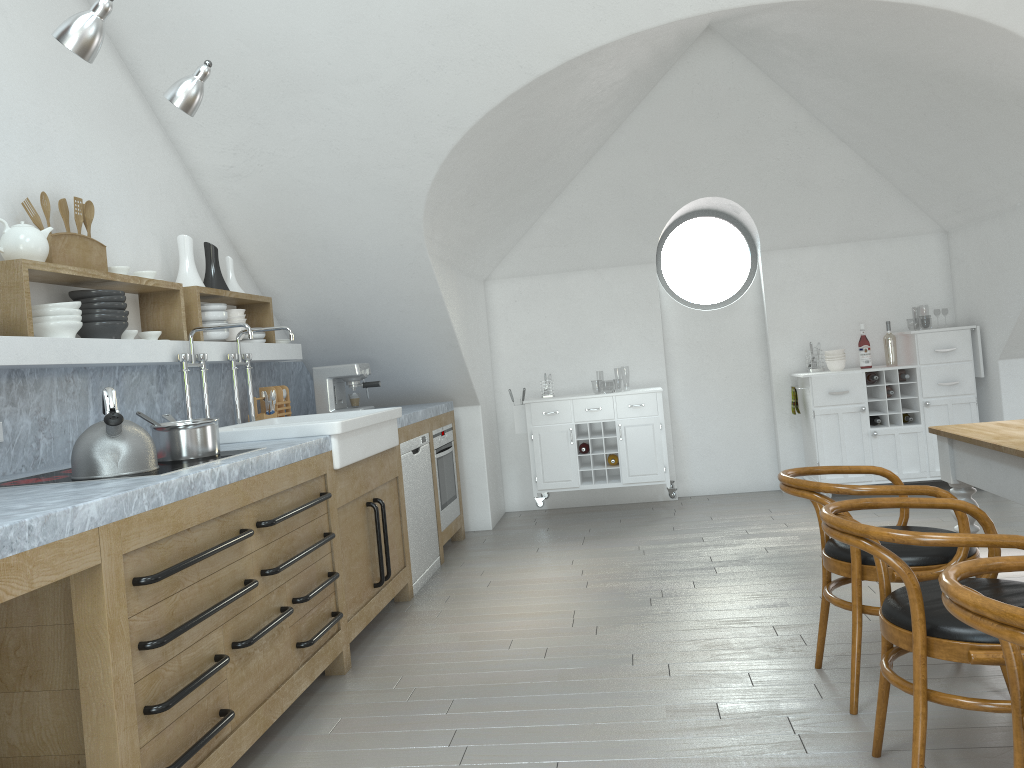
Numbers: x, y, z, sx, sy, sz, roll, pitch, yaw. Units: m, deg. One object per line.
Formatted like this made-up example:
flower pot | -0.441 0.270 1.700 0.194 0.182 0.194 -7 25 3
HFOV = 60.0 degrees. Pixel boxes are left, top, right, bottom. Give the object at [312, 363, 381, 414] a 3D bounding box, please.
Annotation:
object | -1.004 0.036 5.562 0.386 0.320 0.324 -5 0 8

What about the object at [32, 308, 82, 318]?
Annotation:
object | -1.682 -0.236 3.263 0.181 0.069 0.181 -5 1 25

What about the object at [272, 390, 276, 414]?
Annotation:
object | -1.334 0.130 4.969 0.042 0.192 0.040 -6 0 44

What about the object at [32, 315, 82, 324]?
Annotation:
object | -1.680 -0.213 3.260 0.181 0.065 0.181 -4 2 45

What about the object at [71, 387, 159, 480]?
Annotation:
object | -1.221 0.142 2.707 0.246 0.268 0.246 -5 0 18

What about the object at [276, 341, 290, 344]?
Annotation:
object | -1.424 -0.234 5.268 0.213 0.025 0.213 -5 1 -5

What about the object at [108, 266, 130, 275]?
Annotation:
object | -1.662 -0.467 3.740 0.098 0.048 0.098 -5 1 5

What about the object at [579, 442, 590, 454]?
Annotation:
object | 0.534 0.472 6.516 0.082 0.085 0.317 -5 1 8

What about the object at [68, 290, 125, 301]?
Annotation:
object | -1.658 -0.333 3.547 0.205 0.080 0.206 -5 1 10

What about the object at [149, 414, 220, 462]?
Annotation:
object | -1.158 0.190 3.183 0.232 0.170 0.394 -5 1 -13

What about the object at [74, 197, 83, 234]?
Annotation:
object | -1.710 -0.588 3.503 0.019 0.299 0.057 -5 0 8

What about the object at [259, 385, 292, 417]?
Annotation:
object | -1.372 0.122 5.149 0.104 0.223 0.200 -5 0 8

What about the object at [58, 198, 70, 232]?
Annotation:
object | -1.734 -0.585 3.472 0.040 0.299 0.061 -5 0 5

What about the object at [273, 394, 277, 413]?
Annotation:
object | -1.338 0.143 4.981 0.044 0.179 0.019 -5 0 -8

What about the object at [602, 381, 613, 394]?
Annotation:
object | 0.707 0.027 6.532 0.077 0.085 0.077 -5 0 -5

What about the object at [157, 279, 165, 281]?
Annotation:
object | -1.632 -0.451 3.953 0.163 0.012 0.164 -5 1 25

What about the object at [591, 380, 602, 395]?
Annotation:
object | 0.624 0.026 6.507 0.081 0.105 0.082 -5 0 21

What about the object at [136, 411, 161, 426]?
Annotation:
object | -1.204 0.170 3.108 0.236 0.167 0.051 -5 0 3

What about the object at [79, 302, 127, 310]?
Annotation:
object | -1.648 -0.280 3.545 0.205 0.072 0.205 -5 1 -5

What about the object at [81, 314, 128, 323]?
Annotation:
object | -1.644 -0.231 3.541 0.205 0.086 0.205 -6 2 -45

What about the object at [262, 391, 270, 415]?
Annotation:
object | -1.382 0.134 4.975 0.040 0.192 0.042 -5 0 -45

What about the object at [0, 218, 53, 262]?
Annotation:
object | -1.749 -0.502 3.161 0.174 0.169 0.168 -5 0 -9

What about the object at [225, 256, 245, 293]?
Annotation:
object | -1.530 -0.585 4.823 0.156 0.218 0.156 -5 0 -11

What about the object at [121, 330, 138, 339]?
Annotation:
object | -1.635 -0.200 3.754 0.098 0.048 0.098 -5 1 5

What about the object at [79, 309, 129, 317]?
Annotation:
object | -1.640 -0.259 3.544 0.205 0.086 0.205 -6 1 -40

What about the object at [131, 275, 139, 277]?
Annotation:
object | -1.659 -0.443 3.740 0.163 0.012 0.164 -5 1 25

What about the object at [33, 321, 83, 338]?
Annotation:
object | -1.678 -0.190 3.261 0.181 0.064 0.181 -5 1 30

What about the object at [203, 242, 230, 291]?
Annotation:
object | -1.552 -0.603 4.599 0.156 0.268 0.156 -5 0 12

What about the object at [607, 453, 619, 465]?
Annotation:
object | 0.745 0.555 6.527 0.082 0.083 0.317 -5 1 7

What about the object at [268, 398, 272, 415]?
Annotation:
object | -1.347 0.144 4.944 0.019 0.179 0.044 -5 0 -27

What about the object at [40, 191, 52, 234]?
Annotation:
object | -1.750 -0.581 3.353 0.027 0.299 0.055 -5 0 8

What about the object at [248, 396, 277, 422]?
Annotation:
object | -1.388 0.154 4.926 0.100 0.171 0.173 -5 0 9

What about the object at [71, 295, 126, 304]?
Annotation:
object | -1.653 -0.305 3.549 0.205 0.084 0.205 -5 1 35

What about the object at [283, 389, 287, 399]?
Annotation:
object | -1.328 0.125 5.177 0.040 0.192 0.042 -5 0 -32

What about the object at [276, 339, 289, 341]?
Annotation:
object | -1.425 -0.243 5.268 0.213 0.025 0.213 -5 1 -5

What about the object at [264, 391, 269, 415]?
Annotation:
object | -1.366 0.137 4.952 0.019 0.196 0.022 -5 0 -4

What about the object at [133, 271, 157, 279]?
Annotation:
object | -1.634 -0.474 3.953 0.098 0.048 0.098 -5 1 5

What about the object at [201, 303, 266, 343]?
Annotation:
object | -1.499 -0.304 4.677 0.198 0.196 0.657 -5 1 7

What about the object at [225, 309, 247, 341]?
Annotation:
object | -1.475 -0.308 4.675 0.154 0.160 0.158 -5 1 36

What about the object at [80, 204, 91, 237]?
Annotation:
object | -1.717 -0.589 3.606 0.030 0.294 0.057 -5 0 8

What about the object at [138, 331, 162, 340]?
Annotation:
object | -1.610 -0.207 3.944 0.098 0.048 0.098 -5 1 5

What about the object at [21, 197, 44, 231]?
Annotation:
object | -1.750 -0.563 3.317 0.016 0.259 0.199 -5 0 18

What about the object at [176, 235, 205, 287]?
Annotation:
object | -1.590 -0.593 4.338 0.156 0.268 0.156 -5 0 -4

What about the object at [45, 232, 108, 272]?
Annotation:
object | -1.717 -0.507 3.469 0.084 0.157 0.354 -5 1 8

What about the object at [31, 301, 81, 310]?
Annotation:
object | -1.684 -0.265 3.265 0.181 0.076 0.180 -6 2 -45

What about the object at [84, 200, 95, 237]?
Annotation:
object | -1.704 -0.589 3.567 0.039 0.298 0.068 -5 0 8

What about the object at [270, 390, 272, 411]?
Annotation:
object | -1.352 0.135 4.970 0.023 0.196 0.018 -5 0 2

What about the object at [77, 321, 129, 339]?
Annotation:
object | -1.641 -0.205 3.542 0.205 0.072 0.205 -5 1 -5
